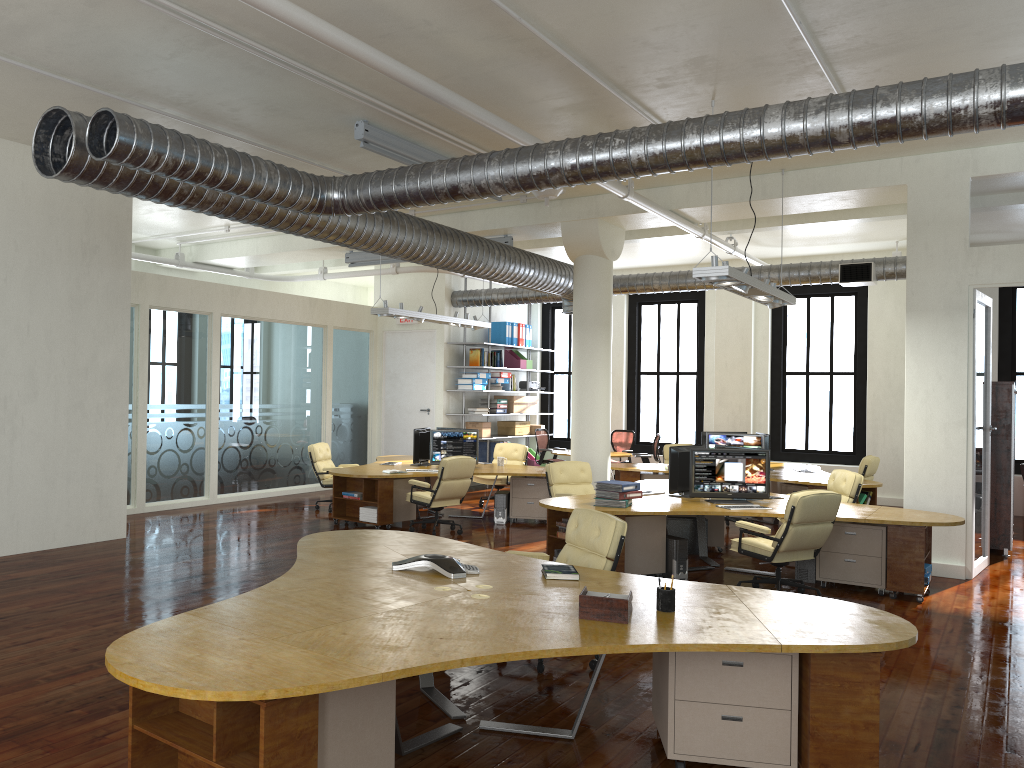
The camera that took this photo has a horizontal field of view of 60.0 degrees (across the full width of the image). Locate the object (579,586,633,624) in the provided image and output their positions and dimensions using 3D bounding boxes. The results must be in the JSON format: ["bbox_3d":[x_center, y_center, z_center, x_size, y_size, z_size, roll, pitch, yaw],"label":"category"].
[{"bbox_3d":[0.466,1.078,4.377,0.241,0.116,0.291,1,-1,16],"label":"object"}]

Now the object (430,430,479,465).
[{"bbox_3d":[-0.827,0.938,12.829,0.749,0.552,0.313,1,-1,-25],"label":"object"}]

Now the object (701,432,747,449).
[{"bbox_3d":[3.315,1.022,13.866,0.772,0.552,0.304,1,-1,-14],"label":"object"}]

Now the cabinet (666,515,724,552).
[{"bbox_3d":[2.133,1.628,10.882,0.901,0.709,0.875,1,-1,2],"label":"cabinet"}]

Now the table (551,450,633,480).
[{"bbox_3d":[1.485,1.668,16.686,1.358,0.745,1.609,1,-1,-32],"label":"table"}]

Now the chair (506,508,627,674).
[{"bbox_3d":[0.301,1.382,6.108,0.742,1.021,0.754,1,-1,-18],"label":"chair"}]

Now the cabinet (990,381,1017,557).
[{"bbox_3d":[6.391,1.032,11.929,0.688,2.070,3.021,1,-1,30],"label":"cabinet"}]

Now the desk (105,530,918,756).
[{"bbox_3d":[0.157,1.502,4.754,3.644,0.734,3.743,1,-1,8],"label":"desk"}]

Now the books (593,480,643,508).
[{"bbox_3d":[1.005,1.085,8.768,0.456,0.227,0.414,0,-1,43],"label":"books"}]

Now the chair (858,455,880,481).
[{"bbox_3d":[4.955,1.546,13.138,0.858,1.021,0.648,0,-1,37],"label":"chair"}]

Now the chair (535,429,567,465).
[{"bbox_3d":[0.811,1.458,17.270,0.835,1.158,0.655,1,-1,36],"label":"chair"}]

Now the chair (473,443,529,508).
[{"bbox_3d":[-0.202,1.472,14.362,0.789,1.021,0.704,0,-1,42],"label":"chair"}]

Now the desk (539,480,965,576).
[{"bbox_3d":[2.176,1.598,9.851,3.970,0.734,3.438,1,-1,3],"label":"desk"}]

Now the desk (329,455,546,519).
[{"bbox_3d":[-1.181,1.584,13.523,3.682,0.734,3.699,1,-1,-19],"label":"desk"}]

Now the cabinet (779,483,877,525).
[{"bbox_3d":[4.231,1.678,12.027,0.829,0.709,0.948,1,-1,-23],"label":"cabinet"}]

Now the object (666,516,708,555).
[{"bbox_3d":[2.015,1.768,10.366,0.491,0.411,0.176,1,-1,6],"label":"object"}]

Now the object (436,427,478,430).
[{"bbox_3d":[-0.833,0.945,13.410,0.890,0.552,0.263,0,-1,42],"label":"object"}]

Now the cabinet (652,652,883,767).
[{"bbox_3d":[1.218,1.536,4.495,0.923,0.709,0.854,1,-1,8],"label":"cabinet"}]

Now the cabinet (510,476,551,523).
[{"bbox_3d":[0.445,1.621,12.743,0.928,0.709,0.849,1,-1,10],"label":"cabinet"}]

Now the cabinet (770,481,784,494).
[{"bbox_3d":[4.335,1.708,14.438,0.973,0.709,0.803,0,-1,37],"label":"cabinet"}]

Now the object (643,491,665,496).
[{"bbox_3d":[1.466,1.210,9.857,0.430,0.016,0.252,2,-1,-42],"label":"object"}]

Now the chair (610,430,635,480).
[{"bbox_3d":[2.066,1.481,17.343,0.798,1.158,0.686,0,-1,41],"label":"chair"}]

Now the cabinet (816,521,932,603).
[{"bbox_3d":[3.497,1.624,8.571,0.974,0.709,0.804,1,-1,32],"label":"cabinet"}]

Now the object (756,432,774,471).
[{"bbox_3d":[3.820,1.026,13.501,0.299,0.552,0.786,1,-1,3],"label":"object"}]

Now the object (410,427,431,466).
[{"bbox_3d":[-1.351,0.934,13.265,0.308,0.552,0.760,1,-1,14],"label":"object"}]

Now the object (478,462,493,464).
[{"bbox_3d":[-0.568,1.223,13.829,0.523,0.016,0.207,0,-1,38],"label":"object"}]

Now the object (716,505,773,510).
[{"bbox_3d":[2.284,1.211,8.725,0.454,0.016,0.240,1,-1,-15],"label":"object"}]

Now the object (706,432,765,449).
[{"bbox_3d":[3.330,1.015,13.258,0.880,0.552,0.266,1,-1,29],"label":"object"}]

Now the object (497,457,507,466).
[{"bbox_3d":[-0.155,1.169,13.392,0.136,0.131,0.114,1,-1,-16],"label":"object"}]

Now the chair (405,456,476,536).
[{"bbox_3d":[-0.942,1.426,11.550,0.859,1.021,0.646,0,-1,42],"label":"chair"}]

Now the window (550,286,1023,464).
[{"bbox_3d":[1.265,0.582,1.731,77.018,14.081,44.083,1,-1,17],"label":"window"}]

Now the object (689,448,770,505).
[{"bbox_3d":[2.243,0.947,9.136,0.813,0.552,0.289,1,-1,1],"label":"object"}]

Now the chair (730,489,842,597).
[{"bbox_3d":[2.480,1.444,8.111,0.655,1.021,0.849,1,-1,-34],"label":"chair"}]

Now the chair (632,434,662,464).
[{"bbox_3d":[-1.304,1.411,16.389,8.055,1.158,0.926,1,-1,5],"label":"chair"}]

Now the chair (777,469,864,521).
[{"bbox_3d":[3.508,1.486,10.182,0.795,1.021,0.705,1,-1,2],"label":"chair"}]

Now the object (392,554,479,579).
[{"bbox_3d":[-0.443,1.087,5.431,0.563,0.093,0.396,1,-1,28],"label":"object"}]

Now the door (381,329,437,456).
[{"bbox_3d":[-2.007,0.471,17.140,1.357,3.030,0.087,1,-1,34],"label":"door"}]

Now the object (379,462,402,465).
[{"bbox_3d":[-1.827,1.196,13.353,0.240,0.016,0.454,1,-1,9],"label":"object"}]

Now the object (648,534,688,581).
[{"bbox_3d":[1.544,1.744,8.978,0.166,0.411,0.518,1,-1,-31],"label":"object"}]

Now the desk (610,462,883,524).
[{"bbox_3d":[3.761,1.671,13.687,4.275,0.734,3.164,0,-1,38],"label":"desk"}]

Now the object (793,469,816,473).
[{"bbox_3d":[4.390,1.302,13.336,0.240,0.016,0.454,1,-1,9],"label":"object"}]

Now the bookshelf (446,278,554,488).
[{"bbox_3d":[-0.118,-0.109,17.911,0.719,4.602,3.278,1,-1,30],"label":"bookshelf"}]

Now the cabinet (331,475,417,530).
[{"bbox_3d":[-1.847,1.574,12.153,0.974,0.709,0.802,0,-1,40],"label":"cabinet"}]

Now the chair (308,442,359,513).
[{"bbox_3d":[-2.690,1.420,13.601,0.831,1.021,0.672,1,-1,17],"label":"chair"}]

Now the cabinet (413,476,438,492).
[{"bbox_3d":[-1.630,1.607,14.535,0.835,0.709,0.942,1,-1,-21],"label":"cabinet"}]

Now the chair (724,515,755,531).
[{"bbox_3d":[3.006,1.503,12.288,0.729,1.021,0.769,1,-1,1],"label":"chair"}]

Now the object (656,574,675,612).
[{"bbox_3d":[0.777,1.054,4.475,0.097,0.185,0.080,0,-1,41],"label":"object"}]

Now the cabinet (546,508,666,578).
[{"bbox_3d":[0.970,1.585,8.945,0.822,0.709,0.954,1,-1,-28],"label":"cabinet"}]

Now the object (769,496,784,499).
[{"bbox_3d":[2.726,1.231,9.791,0.211,0.016,0.514,1,-1,-30],"label":"object"}]

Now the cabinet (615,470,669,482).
[{"bbox_3d":[2.094,1.661,13.740,0.921,0.709,0.856,1,-1,7],"label":"cabinet"}]

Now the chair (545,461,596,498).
[{"bbox_3d":[0.846,1.444,10.498,0.662,1.021,0.842,1,-1,-29],"label":"chair"}]

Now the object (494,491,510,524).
[{"bbox_3d":[-0.138,1.759,12.696,0.188,0.411,0.459,1,-1,8],"label":"object"}]

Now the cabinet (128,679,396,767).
[{"bbox_3d":[-1.036,1.489,3.824,0.973,0.709,0.803,0,-1,38],"label":"cabinet"}]

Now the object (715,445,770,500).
[{"bbox_3d":[2.492,0.957,9.615,0.271,0.552,0.863,1,-1,-26],"label":"object"}]

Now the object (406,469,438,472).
[{"bbox_3d":[-1.219,1.192,12.173,0.478,0.016,0.228,1,-1,1],"label":"object"}]

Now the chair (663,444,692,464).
[{"bbox_3d":[2.904,1.532,14.907,0.741,1.021,0.756,1,-1,7],"label":"chair"}]

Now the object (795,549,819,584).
[{"bbox_3d":[3.022,1.769,8.999,0.197,0.411,0.436,1,-1,30],"label":"object"}]

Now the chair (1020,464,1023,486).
[{"bbox_3d":[7.912,1.639,12.824,0.731,0.937,0.850,1,-1,-28],"label":"chair"}]

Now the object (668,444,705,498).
[{"bbox_3d":[1.915,0.948,9.715,0.321,0.552,0.729,0,-1,42],"label":"object"}]
